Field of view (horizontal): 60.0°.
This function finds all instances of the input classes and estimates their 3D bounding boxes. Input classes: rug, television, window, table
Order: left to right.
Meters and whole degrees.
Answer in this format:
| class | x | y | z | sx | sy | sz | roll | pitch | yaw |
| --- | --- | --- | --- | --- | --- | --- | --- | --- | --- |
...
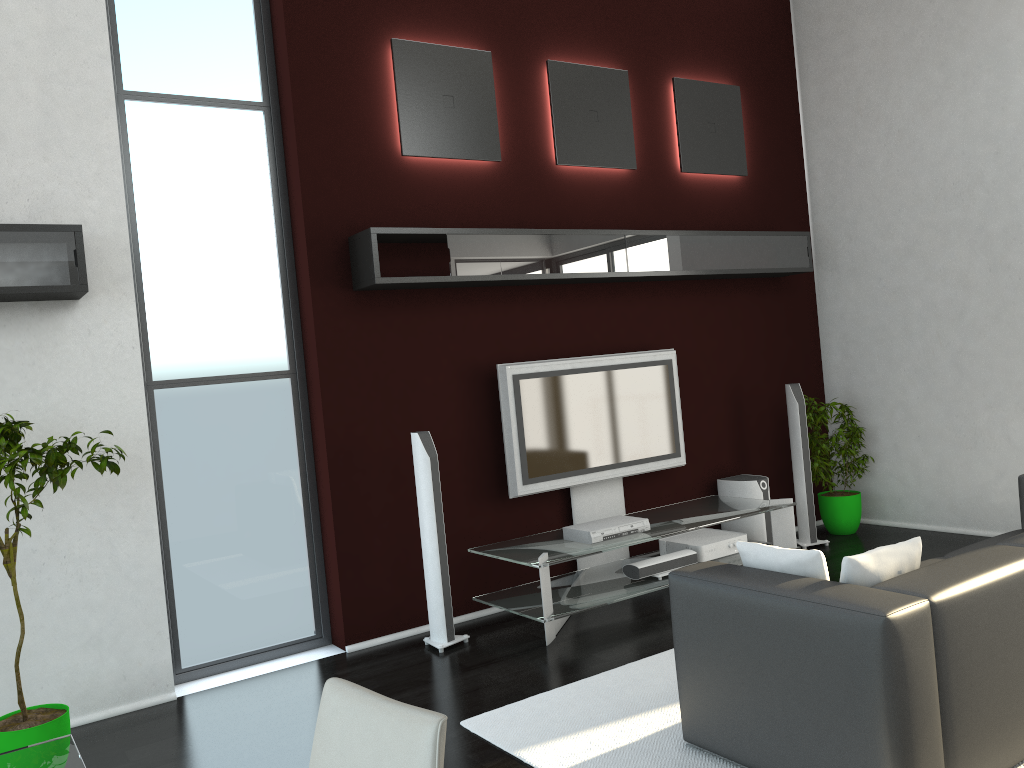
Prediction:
| class | x | y | z | sx | sy | sz | roll | pitch | yaw |
| --- | --- | --- | --- | --- | --- | --- | --- | --- | --- |
| table | -0.603 | 1.136 | 0.596 | 0.940 | 0.731 | 2.720 | -6 | 1 | -33 |
| window | -1.620 | -0.721 | 4.777 | 0.800 | 4.400 | 0.025 | -6 | 1 | -33 |
| television | 0.550 | 0.222 | 5.702 | 1.436 | 0.807 | 0.099 | -6 | 1 | -33 |
| table | 0.769 | 0.753 | 5.499 | 2.046 | 1.093 | 0.771 | -6 | 1 | -33 |
| rug | 1.817 | 1.224 | 3.944 | 3.695 | 0.009 | 1.875 | -6 | 1 | -33 |

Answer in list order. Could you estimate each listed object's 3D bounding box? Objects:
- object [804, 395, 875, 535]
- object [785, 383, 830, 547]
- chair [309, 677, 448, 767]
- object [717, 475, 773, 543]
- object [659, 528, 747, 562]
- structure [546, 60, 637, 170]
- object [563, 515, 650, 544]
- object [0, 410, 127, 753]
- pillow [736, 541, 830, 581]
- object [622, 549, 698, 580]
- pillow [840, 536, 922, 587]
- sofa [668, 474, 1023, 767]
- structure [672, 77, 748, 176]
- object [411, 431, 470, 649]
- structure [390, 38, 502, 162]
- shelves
| class | x | y | z | sx | sy | sz | roll | pitch | yaw |
| --- | --- | --- | --- | --- | --- | --- | --- | --- | --- |
| object | 2.415 | 0.591 | 6.681 | 0.507 | 1.068 | 0.599 | -5 | 1 | 42 |
| object | 2.071 | 0.568 | 6.360 | 0.228 | 1.141 | 0.215 | -6 | 1 | -18 |
| chair | -0.362 | 0.991 | 1.209 | 0.612 | 0.959 | 0.471 | -6 | 1 | -43 |
| object | 1.696 | 0.930 | 6.326 | 0.286 | 0.518 | 0.323 | -6 | 1 | -33 |
| object | 1.260 | 1.057 | 5.824 | 0.449 | 0.106 | 0.412 | -6 | 1 | -33 |
| structure | 0.530 | -1.782 | 5.925 | 0.678 | 0.676 | 0.055 | -6 | 1 | -33 |
| object | 0.559 | 0.858 | 5.237 | 0.439 | 0.073 | 0.273 | -6 | 1 | -33 |
| object | -2.043 | 0.838 | 3.537 | 0.994 | 1.515 | 0.646 | -6 | 1 | -41 |
| pillow | 1.011 | 0.745 | 3.195 | 0.186 | 0.358 | 0.376 | -6 | 1 | -32 |
| object | 0.900 | 1.088 | 5.351 | 0.470 | 0.090 | 0.182 | -6 | 1 | -33 |
| pillow | 1.240 | 0.725 | 3.024 | 0.376 | 0.361 | 0.169 | -6 | 1 | -31 |
| sofa | 1.980 | 0.869 | 3.660 | 2.781 | 0.652 | 0.943 | -6 | 1 | -33 |
| structure | 1.453 | -1.879 | 6.530 | 0.678 | 0.676 | 0.055 | -6 | 1 | -33 |
| object | -0.433 | 0.829 | 4.822 | 0.215 | 1.141 | 0.228 | -5 | 1 | 42 |
| structure | -0.393 | -1.685 | 5.320 | 0.678 | 0.676 | 0.055 | -6 | 1 | -33 |
| shelves | -0.738 | -0.686 | 4.899 | 6.988 | 0.301 | 0.305 | -6 | 1 | -33 |
